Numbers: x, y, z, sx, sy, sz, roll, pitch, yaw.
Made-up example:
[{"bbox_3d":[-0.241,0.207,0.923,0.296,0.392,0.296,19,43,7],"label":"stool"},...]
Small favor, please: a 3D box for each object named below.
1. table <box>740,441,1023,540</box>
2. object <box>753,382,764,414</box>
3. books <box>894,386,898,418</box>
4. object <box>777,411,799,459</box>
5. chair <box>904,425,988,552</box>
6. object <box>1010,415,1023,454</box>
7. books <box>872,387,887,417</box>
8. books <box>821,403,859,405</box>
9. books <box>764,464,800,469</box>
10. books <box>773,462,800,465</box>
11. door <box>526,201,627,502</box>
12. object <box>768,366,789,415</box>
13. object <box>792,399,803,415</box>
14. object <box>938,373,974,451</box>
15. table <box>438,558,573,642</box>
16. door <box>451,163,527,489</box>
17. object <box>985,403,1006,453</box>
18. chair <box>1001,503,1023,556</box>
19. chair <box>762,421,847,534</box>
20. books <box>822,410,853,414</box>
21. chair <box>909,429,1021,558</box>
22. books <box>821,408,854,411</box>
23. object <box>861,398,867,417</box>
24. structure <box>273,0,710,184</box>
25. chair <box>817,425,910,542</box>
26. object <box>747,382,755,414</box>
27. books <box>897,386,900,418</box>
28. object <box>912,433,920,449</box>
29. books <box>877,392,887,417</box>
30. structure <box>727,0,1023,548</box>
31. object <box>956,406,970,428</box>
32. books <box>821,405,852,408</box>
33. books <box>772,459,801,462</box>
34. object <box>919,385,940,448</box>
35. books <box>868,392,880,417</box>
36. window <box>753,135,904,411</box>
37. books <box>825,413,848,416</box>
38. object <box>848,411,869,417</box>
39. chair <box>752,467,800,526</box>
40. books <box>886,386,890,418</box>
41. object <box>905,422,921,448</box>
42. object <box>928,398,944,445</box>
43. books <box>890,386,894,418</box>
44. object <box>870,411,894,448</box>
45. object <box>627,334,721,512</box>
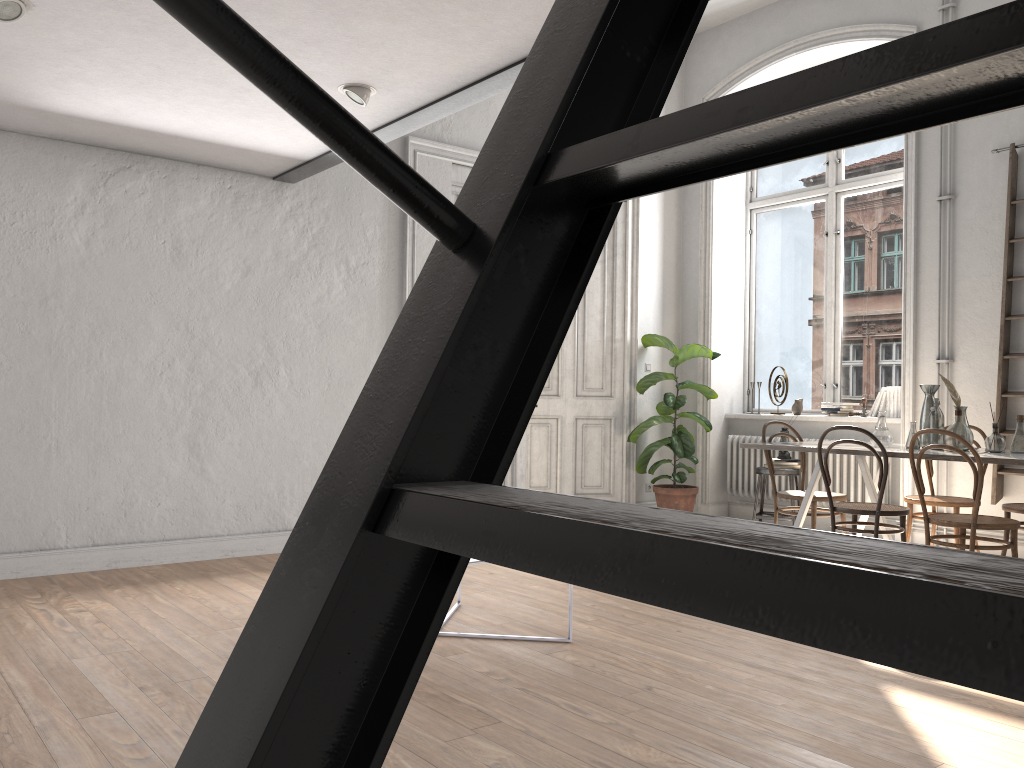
[{"bbox_3d":[2.549,0.773,5.096,1.100,0.779,2.200,2,-1,-38],"label":"table"},{"bbox_3d":[2.205,0.126,7.910,0.095,0.289,0.095,1,-1,-15],"label":"object"},{"bbox_3d":[3.032,0.142,6.915,0.174,0.243,0.019,2,-1,-38],"label":"books"},{"bbox_3d":[2.209,0.408,7.103,0.163,0.383,0.154,1,-1,26],"label":"object"},{"bbox_3d":[2.764,0.719,5.648,0.549,0.920,0.438,2,-1,-40],"label":"chair"},{"bbox_3d":[2.827,0.278,4.931,0.101,0.211,0.101,1,-1,2],"label":"object"},{"bbox_3d":[2.945,0.146,7.028,0.174,0.235,0.100,2,-1,-38],"label":"books"},{"bbox_3d":[2.711,0.164,7.319,0.174,0.019,0.244,2,-1,-28],"label":"books"},{"bbox_3d":[2.164,0.659,7.099,0.246,0.034,0.194,1,-1,2],"label":"books"},{"bbox_3d":[2.174,0.633,7.092,0.232,0.029,0.163,0,-1,23],"label":"books"},{"bbox_3d":[0.498,-0.228,7.703,1.097,2.814,0.216,1,-1,-13],"label":"door"},{"bbox_3d":[2.338,0.057,7.773,0.087,0.425,0.347,1,-1,-5],"label":"object"},{"bbox_3d":[2.451,0.196,7.617,0.100,0.142,0.102,1,-1,27],"label":"object"},{"bbox_3d":[2.543,0.159,5.050,0.157,0.446,0.157,1,-1,-20],"label":"object"},{"bbox_3d":[-0.336,0.893,3.851,0.849,0.392,0.849,2,-1,-38],"label":"table"},{"bbox_3d":[-0.319,-0.258,6.860,1.097,2.814,0.216,1,-1,-36],"label":"door"},{"bbox_3d":[2.707,0.242,4.964,0.107,0.283,0.107,2,-1,-43],"label":"object"},{"bbox_3d":[3.177,0.717,5.244,0.549,0.920,0.438,1,-1,-31],"label":"chair"},{"bbox_3d":[1.934,0.709,5.854,0.438,0.920,0.549,1,-1,-29],"label":"chair"},{"bbox_3d":[2.690,0.232,7.333,0.155,0.022,0.205,1,-1,-18],"label":"books"},{"bbox_3d":[2.347,0.691,4.594,0.549,0.920,0.438,1,-1,-27],"label":"chair"},{"bbox_3d":[2.690,0.210,7.331,0.147,0.023,0.221,1,-1,-22],"label":"books"},{"bbox_3d":[2.815,0.187,7.089,0.048,0.153,0.088,1,-1,22],"label":"object"},{"bbox_3d":[-1.271,-2.008,2.299,4.158,1.213,5.927,2,-1,-38],"label":"structure"},{"bbox_3d":[2.017,0.695,5.078,0.549,0.920,0.438,2,-1,-42],"label":"chair"},{"bbox_3d":[2.178,0.128,8.038,0.095,0.289,0.095,1,-1,-6],"label":"object"},{"bbox_3d":[3.058,0.142,6.910,0.174,0.243,0.019,2,-1,-38],"label":"books"},{"bbox_3d":[2.381,0.336,5.242,0.058,0.094,0.058,1,-1,-10],"label":"object"},{"bbox_3d":[2.961,0.162,7.009,0.155,0.203,0.072,2,-1,-38],"label":"books"},{"bbox_3d":[3.526,-1.040,5.920,0.340,4.473,5.182,1,-1,-38],"label":"structure"},{"bbox_3d":[2.633,0.259,5.194,0.098,0.255,0.100,1,-1,29],"label":"object"},{"bbox_3d":[2.683,0.189,7.322,0.205,0.020,0.155,0,-2,42],"label":"books"},{"bbox_3d":[2.176,0.611,7.091,0.221,0.027,0.147,1,-1,-6],"label":"books"},{"bbox_3d":[2.535,0.197,5.386,0.116,0.383,0.116,1,-1,-27],"label":"object"},{"bbox_3d":[2.924,0.166,7.062,0.155,0.194,0.105,2,-1,-39],"label":"books"},{"bbox_3d":[2.757,-1.196,7.584,0.013,2.843,1.622,1,-1,-38],"label":"window"},{"bbox_3d":[2.688,0.255,7.340,0.147,0.023,0.221,1,-1,11],"label":"books"},{"bbox_3d":[2.806,0.241,7.190,0.153,0.048,0.088,1,-1,2],"label":"object"},{"bbox_3d":[2.123,0.933,7.089,0.364,0.522,0.360,1,-1,26],"label":"chair"},{"bbox_3d":[3.007,0.143,6.984,0.175,0.243,0.024,2,-1,-38],"label":"books"},{"bbox_3d":[2.419,0.307,5.348,0.083,0.158,0.083,2,-1,-42],"label":"object"},{"bbox_3d":[2.506,0.234,5.239,0.086,0.301,0.086,0,-1,38],"label":"object"},{"bbox_3d":[3.012,0.142,6.927,0.175,0.243,0.024,2,-1,-38],"label":"books"},{"bbox_3d":[2.241,0.274,5.372,0.132,0.219,0.132,0,-1,42],"label":"object"},{"bbox_3d":[2.783,0.254,5.510,0.792,1.842,5.827,1,-1,-33],"label":"object"}]
